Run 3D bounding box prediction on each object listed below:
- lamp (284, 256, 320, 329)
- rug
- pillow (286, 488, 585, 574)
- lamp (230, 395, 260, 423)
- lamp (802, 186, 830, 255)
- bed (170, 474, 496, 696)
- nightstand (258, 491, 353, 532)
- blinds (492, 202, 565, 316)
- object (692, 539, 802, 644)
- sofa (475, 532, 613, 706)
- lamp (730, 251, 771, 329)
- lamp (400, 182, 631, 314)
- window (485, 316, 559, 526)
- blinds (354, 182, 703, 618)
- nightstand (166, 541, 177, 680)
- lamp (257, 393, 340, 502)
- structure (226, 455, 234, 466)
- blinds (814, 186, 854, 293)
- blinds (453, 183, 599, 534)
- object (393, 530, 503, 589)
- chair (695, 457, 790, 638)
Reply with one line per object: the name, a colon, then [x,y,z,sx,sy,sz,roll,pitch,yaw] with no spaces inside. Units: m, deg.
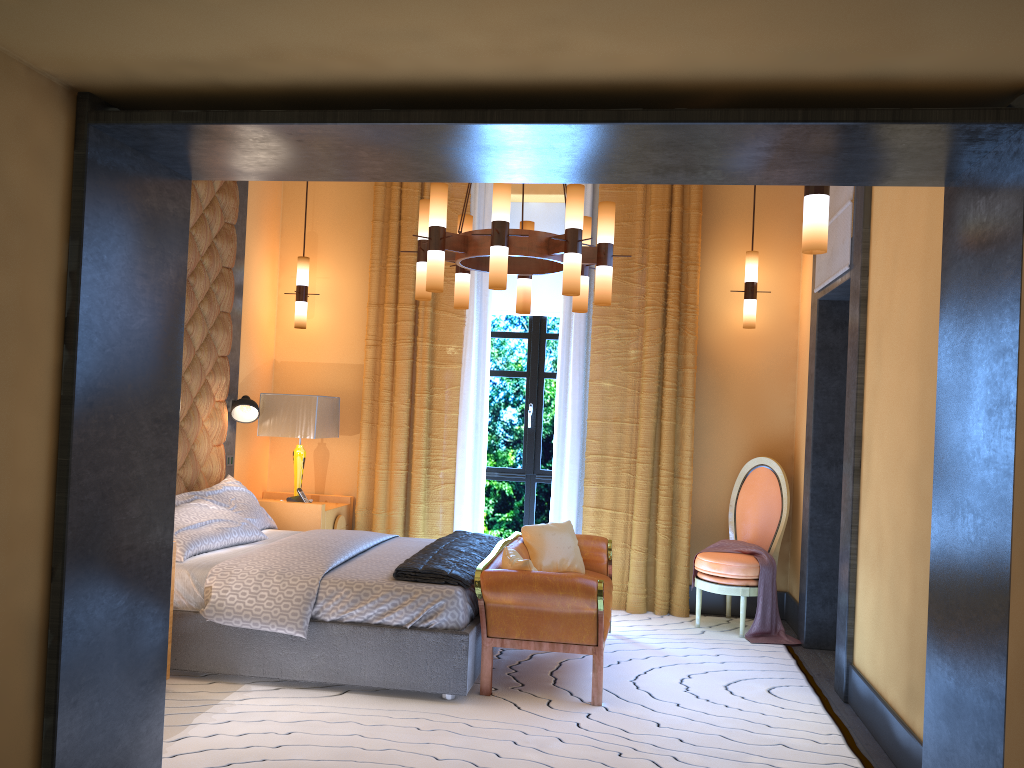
lamp: [-1.567,-0.680,6.614,0.199,0.532,0.199,3,-1,-37]
rug: [-0.233,1.511,4.759,3.702,0.016,3.389,2,-2,8]
pillow: [-0.341,0.960,5.577,1.147,0.407,2.627,4,-3,-40]
lamp: [-1.665,0.195,6.116,0.568,0.218,0.231,4,-2,-34]
lamp: [1.087,-0.733,3.155,0.199,0.532,0.199,3,-1,-37]
bed: [-1.103,1.024,5.068,2.106,0.824,1.889,2,-2,8]
nightstand: [-1.589,1.167,6.416,0.720,0.690,0.680,2,-1,8]
blinds: [0.217,-0.958,6.797,1.200,0.873,0.013,2,-1,8]
object: [1.540,1.334,5.814,0.429,0.572,0.802,3,-2,-34]
sofa: [0.235,1.220,4.952,0.650,0.640,1.616,2,-2,8]
lamp: [1.658,-0.653,6.159,0.199,0.532,0.199,3,-1,-37]
lamp: [0.048,-1.513,4.694,1.140,2.168,1.142,2,-1,31]
window: [0.169,0.105,6.792,1.200,2.999,0.130,2,-1,8]
blinds: [0.123,-0.478,6.403,2.450,4.145,0.134,2,-1,8]
nightstand: [-1.952,1.053,3.822,0.720,0.700,0.708,2,-1,8]
lamp: [-1.522,0.480,6.328,0.424,0.802,0.505,2,-1,8]
structure: [-1.927,0.522,6.043,0.016,0.071,0.103,2,-2,8]
blinds: [1.878,-1.374,5.113,0.042,1.576,0.895,3,-1,8]
blinds: [0.096,-0.454,6.490,2.050,4.074,0.237,3,-1,5]
object: [-0.299,0.952,4.951,0.405,0.104,1.462,2,-2,8]
chair: [1.522,1.059,5.926,0.500,1.146,0.633,2,-1,41]
